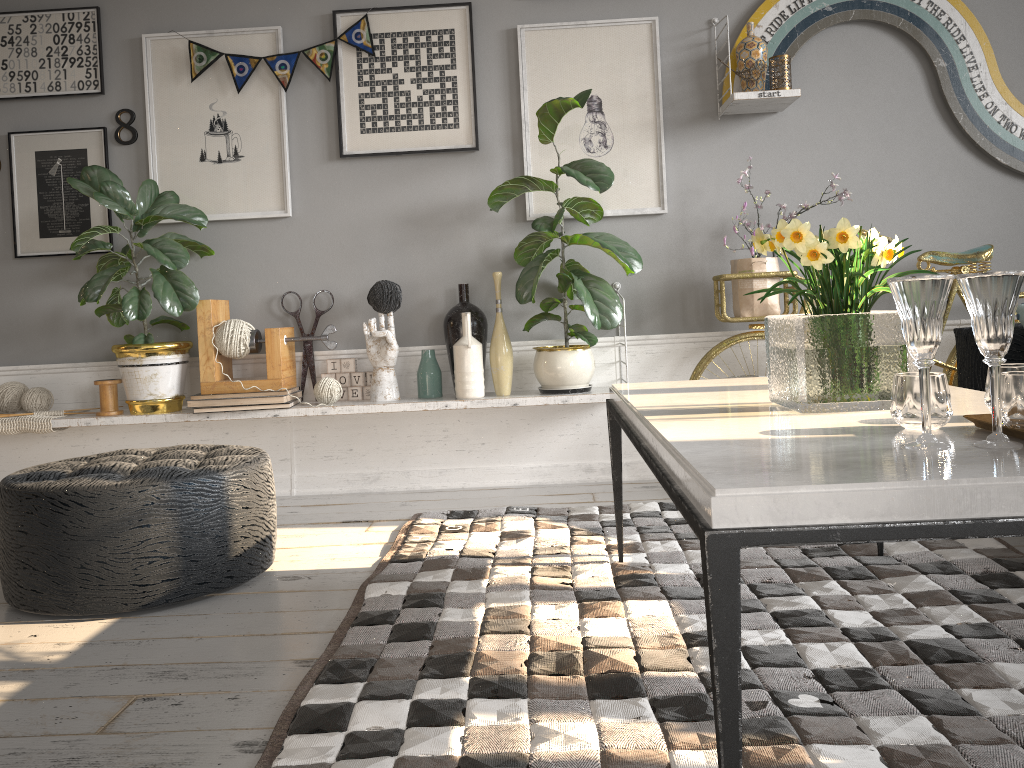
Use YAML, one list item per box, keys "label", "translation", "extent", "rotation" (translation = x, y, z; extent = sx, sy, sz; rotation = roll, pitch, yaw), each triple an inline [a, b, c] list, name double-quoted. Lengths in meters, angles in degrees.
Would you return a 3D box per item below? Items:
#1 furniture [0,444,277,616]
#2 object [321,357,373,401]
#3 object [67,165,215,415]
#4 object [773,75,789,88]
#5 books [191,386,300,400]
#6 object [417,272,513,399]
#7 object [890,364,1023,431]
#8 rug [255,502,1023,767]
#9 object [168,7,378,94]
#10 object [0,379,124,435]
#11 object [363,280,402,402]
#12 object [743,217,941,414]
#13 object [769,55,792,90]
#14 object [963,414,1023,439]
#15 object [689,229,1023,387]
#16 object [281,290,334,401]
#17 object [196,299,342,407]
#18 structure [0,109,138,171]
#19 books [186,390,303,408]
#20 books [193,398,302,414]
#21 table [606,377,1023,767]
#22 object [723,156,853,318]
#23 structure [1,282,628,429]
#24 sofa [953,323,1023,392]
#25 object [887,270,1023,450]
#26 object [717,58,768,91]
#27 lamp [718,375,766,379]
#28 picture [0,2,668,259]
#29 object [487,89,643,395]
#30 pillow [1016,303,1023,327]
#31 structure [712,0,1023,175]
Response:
- label: "furniture"
  translation: [-1.057, 0.385, 2.542]
  extent: [0.736, 0.356, 0.737]
  rotation: [-4, 4, -11]
- label: "object"
  translation: [-0.654, -0.021, 3.633]
  extent: [0.264, 0.173, 0.078]
  rotation: [-2, 1, 8]
- label: "object"
  translation: [-1.440, -0.365, 3.483]
  extent: [0.510, 0.962, 0.546]
  rotation: [-3, 2, -13]
- label: "object"
  translation: [1.068, -1.175, 3.509]
  extent: [0.062, 0.081, 0.062]
  rotation: [-4, 2, -22]
- label: "books"
  translation: [-1.063, 0.036, 3.543]
  extent: [0.379, 0.017, 0.229]
  rotation: [-3, 5, -1]
- label: "object"
  translation: [-0.195, -0.191, 3.507]
  extent: [0.286, 0.488, 0.331]
  rotation: [-4, 2, -38]
- label: "object"
  translation: [0.734, 0.024, 1.291]
  extent: [0.279, 0.087, 0.246]
  rotation: [-4, 4, -20]
- label: "rug"
  translation: [0.470, 0.525, 1.907]
  extent: [1.769, 0.034, 2.534]
  rotation: [-3, 5, 2]
- label: "object"
  translation: [-0.983, -1.367, 3.666]
  extent: [0.914, 0.339, 0.057]
  rotation: [-3, 1, 1]
- label: "object"
  translation: [-1.935, 0.040, 3.570]
  extent: [0.784, 0.306, 0.330]
  rotation: [-3, 3, 3]
- label: "object"
  translation: [-0.508, -0.174, 3.533]
  extent: [0.155, 0.482, 0.136]
  rotation: [-3, 1, 2]
- label: "object"
  translation: [0.611, -0.135, 1.662]
  extent: [0.325, 0.350, 0.352]
  rotation: [-3, 3, 4]
- label: "object"
  translation: [1.040, -1.195, 3.431]
  extent: [0.086, 0.139, 0.086]
  rotation: [-3, 2, -5]
- label: "object"
  translation: [0.792, 0.062, 1.172]
  extent: [0.246, 0.015, 0.319]
  rotation: [-3, 5, 2]
- label: "object"
  translation: [1.488, -0.118, 3.428]
  extent: [1.626, 0.969, 0.427]
  rotation: [-3, 1, -7]
- label: "object"
  translation: [-0.839, -0.157, 3.674]
  extent: [0.221, 0.463, 0.019]
  rotation: [-3, 1, 2]
- label: "object"
  translation: [-0.950, -0.127, 3.531]
  extent: [0.545, 0.439, 0.239]
  rotation: [-3, 2, 2]
- label: "structure"
  translation: [-1.940, -1.008, 3.729]
  extent: [0.739, 0.263, 0.024]
  rotation: [-3, 1, 2]
- label: "books"
  translation: [-1.059, 0.059, 3.533]
  extent: [0.384, 0.029, 0.261]
  rotation: [-3, 5, 3]
- label: "books"
  translation: [-1.046, 0.082, 3.537]
  extent: [0.368, 0.021, 0.297]
  rotation: [-3, 5, -4]
- label: "table"
  translation: [0.608, 0.296, 1.673]
  extent: [0.732, 0.510, 1.460]
  rotation: [-3, 4, 2]
- label: "object"
  translation: [1.062, -0.574, 3.413]
  extent: [0.487, 0.640, 0.254]
  rotation: [-2, 1, 20]
- label: "structure"
  translation: [-0.929, -0.102, 3.561]
  extent: [2.775, 0.486, 0.308]
  rotation: [-3, 2, 2]
- label: "sofa"
  translation: [1.970, 0.064, 2.038]
  extent: [0.970, 0.796, 2.347]
  rotation: [-3, 4, 2]
- label: "object"
  translation: [0.588, -0.031, 1.165]
  extent: [0.167, 0.227, 0.082]
  rotation: [-2, 1, 13]
- label: "object"
  translation: [0.893, -1.198, 3.421]
  extent: [0.197, 0.165, 0.060]
  rotation: [-1, 2, 36]
- label: "lamp"
  translation: [0.863, 0.191, 3.246]
  extent: [0.432, 0.437, 0.434]
  rotation: [-1, 3, 33]
- label: "picture"
  translation: [-3.094, -0.899, 1.745]
  extent: [7.291, 1.792, 4.051]
  rotation: [-3, 4, 2]
- label: "object"
  translation: [0.209, -0.538, 3.456]
  extent: [0.566, 1.149, 0.417]
  rotation: [-2, 2, 41]
- label: "pillow"
  translation: [1.928, -0.163, 2.659]
  extent: [0.444, 0.361, 0.800]
  rotation: [-4, 4, -16]
- label: "structure"
  translation: [1.835, -1.260, 3.468]
  extent: [2.021, 0.955, 0.267]
  rotation: [-3, 1, 2]
